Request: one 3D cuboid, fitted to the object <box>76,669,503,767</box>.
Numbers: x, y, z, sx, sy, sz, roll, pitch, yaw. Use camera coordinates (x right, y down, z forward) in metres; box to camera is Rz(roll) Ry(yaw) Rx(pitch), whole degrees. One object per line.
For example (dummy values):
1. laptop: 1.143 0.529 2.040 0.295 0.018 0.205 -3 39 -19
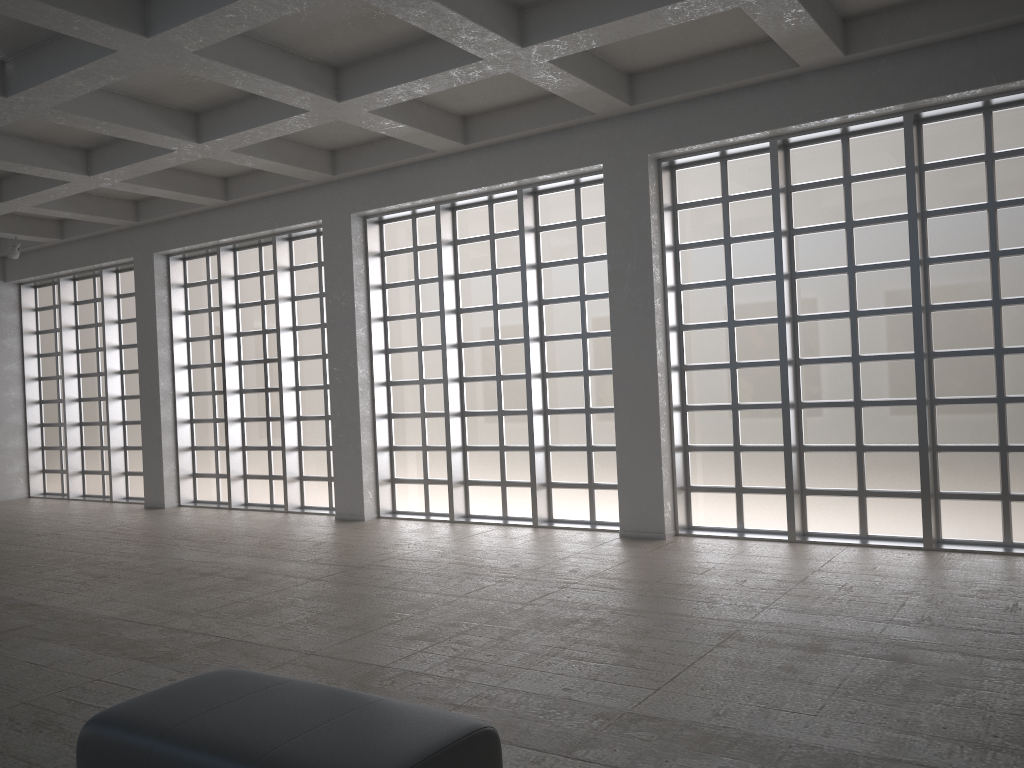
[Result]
1. object: -1.741 2.902 6.778 3.044 0.828 1.616 -3 0 34
